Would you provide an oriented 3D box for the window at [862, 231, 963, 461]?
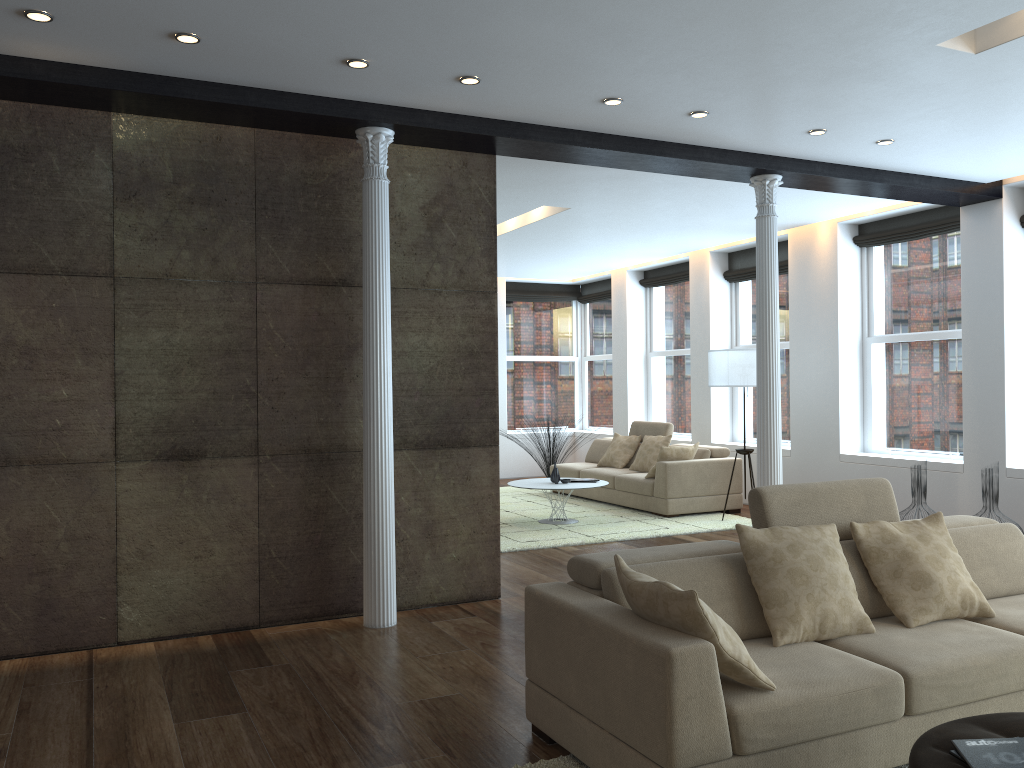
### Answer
[{"bbox_3d":[3.892,-0.428,8.432,0.123,2.400,1.391,-1,0,-25],"label":"window"}]

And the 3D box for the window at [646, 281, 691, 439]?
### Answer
[{"bbox_3d":[2.236,-0.400,11.921,0.123,2.400,1.444,-1,0,-25],"label":"window"}]

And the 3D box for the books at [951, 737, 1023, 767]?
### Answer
[{"bbox_3d":[1.319,1.001,2.333,0.220,0.040,0.301,-1,0,10],"label":"books"}]

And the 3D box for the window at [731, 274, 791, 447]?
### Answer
[{"bbox_3d":[3.005,-0.413,10.300,0.123,2.400,1.345,-1,0,-25],"label":"window"}]

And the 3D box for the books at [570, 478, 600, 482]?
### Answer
[{"bbox_3d":[0.723,0.982,9.085,0.300,0.010,0.220,-1,0,-10],"label":"books"}]

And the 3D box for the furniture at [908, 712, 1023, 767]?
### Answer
[{"bbox_3d":[1.589,1.184,2.267,1.057,0.355,1.057,-1,0,-24],"label":"furniture"}]

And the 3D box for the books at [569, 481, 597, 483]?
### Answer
[{"bbox_3d":[0.719,0.992,9.060,0.300,0.010,0.220,-1,0,10],"label":"books"}]

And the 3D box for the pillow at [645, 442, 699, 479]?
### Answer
[{"bbox_3d":[1.710,0.816,9.460,0.518,0.393,0.395,-1,0,-29],"label":"pillow"}]

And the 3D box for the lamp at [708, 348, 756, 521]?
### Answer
[{"bbox_3d":[2.325,0.523,8.862,0.698,1.728,0.698,-1,0,-2],"label":"lamp"}]

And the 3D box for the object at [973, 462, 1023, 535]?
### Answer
[{"bbox_3d":[3.667,0.980,6.794,0.458,0.781,0.458,-1,0,-26],"label":"object"}]

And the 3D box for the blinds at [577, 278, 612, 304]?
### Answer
[{"bbox_3d":[1.390,-1.435,13.536,0.156,0.327,1.377,-1,0,-25],"label":"blinds"}]

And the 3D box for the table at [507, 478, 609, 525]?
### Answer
[{"bbox_3d":[0.467,1.195,8.954,1.022,0.393,1.022,-1,0,19],"label":"table"}]

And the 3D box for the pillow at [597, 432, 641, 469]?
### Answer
[{"bbox_3d":[1.320,0.813,10.808,0.368,0.416,0.519,-1,0,-30],"label":"pillow"}]

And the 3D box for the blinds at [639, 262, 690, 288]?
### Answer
[{"bbox_3d":[2.169,-1.474,11.895,0.156,0.275,1.442,-1,0,-25],"label":"blinds"}]

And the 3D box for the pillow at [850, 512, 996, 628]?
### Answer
[{"bbox_3d":[1.753,0.789,3.830,0.519,0.416,0.368,-1,0,-21],"label":"pillow"}]

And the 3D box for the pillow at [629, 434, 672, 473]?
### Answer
[{"bbox_3d":[1.599,0.798,10.249,0.301,0.439,0.534,-1,0,-29],"label":"pillow"}]

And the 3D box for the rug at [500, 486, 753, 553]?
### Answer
[{"bbox_3d":[0.334,1.405,9.946,2.972,0.020,4.231,-1,0,-25],"label":"rug"}]

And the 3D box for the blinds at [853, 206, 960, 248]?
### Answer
[{"bbox_3d":[3.824,-1.502,8.408,0.156,0.275,1.396,-1,0,-25],"label":"blinds"}]

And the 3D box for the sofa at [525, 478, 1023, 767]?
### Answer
[{"bbox_3d":[1.420,0.911,3.670,2.581,0.950,1.021,-1,0,-25],"label":"sofa"}]

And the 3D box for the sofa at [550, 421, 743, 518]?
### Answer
[{"bbox_3d":[1.481,0.929,10.473,1.018,0.950,2.581,-1,0,-25],"label":"sofa"}]

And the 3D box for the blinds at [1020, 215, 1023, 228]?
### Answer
[{"bbox_3d":[4.587,-1.455,6.765,0.183,0.395,1.431,-1,0,-25],"label":"blinds"}]

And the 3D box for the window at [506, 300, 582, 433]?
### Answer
[{"bbox_3d":[0.441,-0.375,13.935,1.474,2.400,0.123,-1,0,-25],"label":"window"}]

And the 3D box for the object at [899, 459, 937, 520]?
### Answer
[{"bbox_3d":[3.270,0.985,7.121,0.458,0.781,0.458,-1,0,-26],"label":"object"}]

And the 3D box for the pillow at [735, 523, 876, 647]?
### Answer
[{"bbox_3d":[1.183,0.784,3.573,0.534,0.439,0.301,-1,0,-22],"label":"pillow"}]

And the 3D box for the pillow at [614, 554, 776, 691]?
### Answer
[{"bbox_3d":[0.599,0.811,3.032,0.395,0.393,0.518,-1,0,-22],"label":"pillow"}]

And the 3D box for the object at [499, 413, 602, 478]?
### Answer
[{"bbox_3d":[0.511,0.894,12.019,1.119,1.014,1.125,-1,0,-39],"label":"object"}]

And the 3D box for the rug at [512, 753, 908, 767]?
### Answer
[{"bbox_3d":[2.377,1.363,2.666,4.231,0.020,2.972,-1,0,-25],"label":"rug"}]

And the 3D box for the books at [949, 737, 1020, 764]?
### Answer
[{"bbox_3d":[1.345,1.009,2.329,0.219,0.031,0.300,-1,0,-10],"label":"books"}]

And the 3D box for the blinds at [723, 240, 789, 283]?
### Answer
[{"bbox_3d":[2.938,-1.428,10.276,0.156,0.393,1.342,-1,0,-25],"label":"blinds"}]

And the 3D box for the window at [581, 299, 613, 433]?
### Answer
[{"bbox_3d":[4.391,0.210,21.763,34.761,17.917,13.698,-1,0,-25],"label":"window"}]

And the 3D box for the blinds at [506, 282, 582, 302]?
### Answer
[{"bbox_3d":[0.453,-1.431,13.854,1.442,0.312,0.155,-1,0,-25],"label":"blinds"}]
